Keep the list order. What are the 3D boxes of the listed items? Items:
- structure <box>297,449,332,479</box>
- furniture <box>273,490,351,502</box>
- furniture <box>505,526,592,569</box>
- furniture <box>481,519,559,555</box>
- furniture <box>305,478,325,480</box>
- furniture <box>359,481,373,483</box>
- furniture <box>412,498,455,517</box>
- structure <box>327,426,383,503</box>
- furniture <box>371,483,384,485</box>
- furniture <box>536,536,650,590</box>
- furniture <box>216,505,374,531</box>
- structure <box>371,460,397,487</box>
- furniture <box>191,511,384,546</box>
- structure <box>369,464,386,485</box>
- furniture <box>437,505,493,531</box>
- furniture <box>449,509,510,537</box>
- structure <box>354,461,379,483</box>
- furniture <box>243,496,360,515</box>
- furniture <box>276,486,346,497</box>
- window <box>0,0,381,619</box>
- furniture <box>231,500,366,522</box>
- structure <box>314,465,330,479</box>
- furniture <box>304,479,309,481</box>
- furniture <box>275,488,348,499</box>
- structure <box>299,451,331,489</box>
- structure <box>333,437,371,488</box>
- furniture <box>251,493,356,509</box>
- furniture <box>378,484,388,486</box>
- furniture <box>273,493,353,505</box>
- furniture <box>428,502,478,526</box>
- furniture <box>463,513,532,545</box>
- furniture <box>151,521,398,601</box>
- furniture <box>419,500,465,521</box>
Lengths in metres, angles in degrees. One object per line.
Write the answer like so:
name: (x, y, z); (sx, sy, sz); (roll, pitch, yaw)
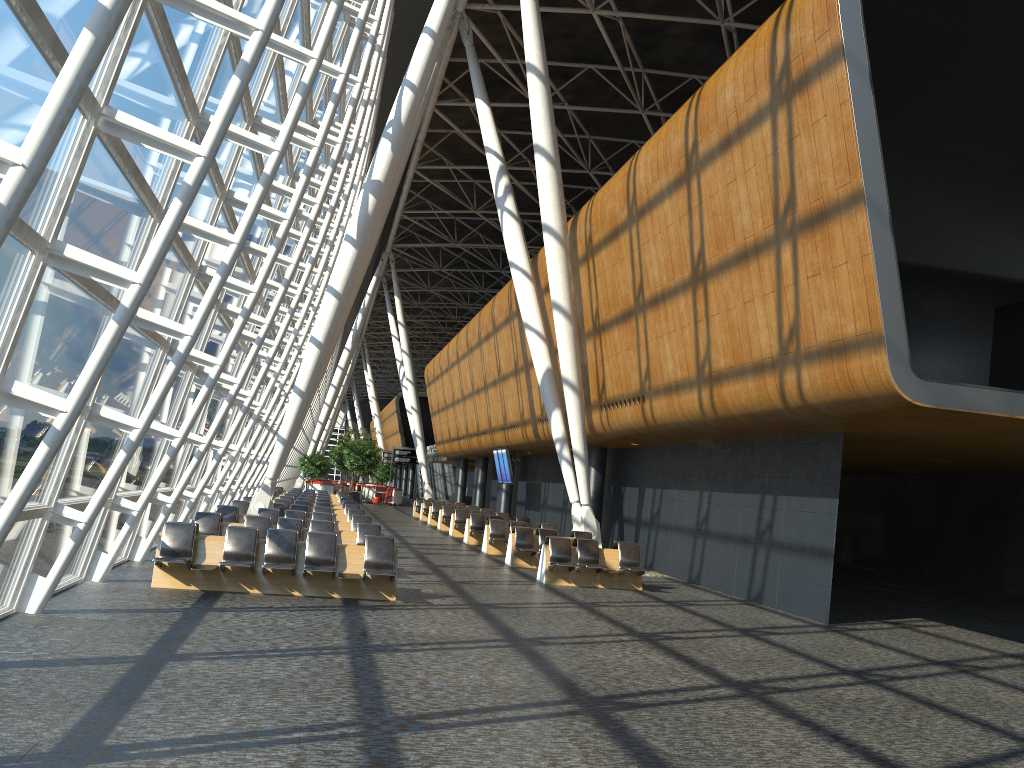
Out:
structure: (-11.937, 5.397, 52.938); (1.929, 2.962, 1.860); (7, -3, -38)
furniture: (-7.654, 4.493, 32.941); (3.257, 0.867, 1.665); (6, -5, -12)
furniture: (0.868, 3.676, 19.671); (1.900, 0.867, 1.665); (6, -5, -12)
furniture: (0.240, 3.963, 22.604); (1.900, 0.867, 1.665); (6, -5, -12)
furniture: (-19.043, 9.694, 86.101); (3.257, 0.867, 1.665); (6, -5, -12)
furniture: (-16.805, 11.747, 102.164); (1.900, 0.867, 1.665); (6, -5, -12)
furniture: (-3.531, 5.685, 40.204); (1.900, 0.867, 1.665); (6, -5, -12)
structure: (-9.800, 4.896, 53.846); (3.103, 4.523, 5.810); (6, -4, -19)
furniture: (-13.663, 10.312, 87.497); (1.900, 0.867, 1.665); (6, -5, -12)
furniture: (1.497, 3.389, 16.738); (1.900, 0.867, 1.665); (6, -5, -12)
furniture: (-4.512, 3.058, 18.275); (3.257, 0.867, 1.665); (6, -5, -12)
structure: (-9.053, 6.800, 62.103); (1.774, 2.773, 1.744); (3, -3, 36)
furniture: (-3.884, 2.771, 15.341); (3.257, 0.867, 1.665); (6, -5, -12)
structure: (-10.909, 7.723, 72.346); (1.929, 2.989, 1.895); (3, -3, 36)
furniture: (-1.646, 4.824, 31.404); (1.900, 0.867, 1.665); (6, -5, -12)
furniture: (-1.017, 4.537, 28.471); (1.900, 0.867, 1.665); (6, -5, -12)
structure: (-10.917, 6.665, 65.313); (2.279, 3.469, 2.226); (5, -2, 1)
furniture: (-5.769, 3.632, 24.141); (3.257, 0.867, 1.665); (6, -5, -12)
furniture: (-8.911, 5.067, 38.807); (3.257, 0.867, 1.665); (6, -5, -12)
window: (-17.451, 2.209, 77.545); (3.727, 13.988, 166.746); (5, -6, -12)
furniture: (-5.140, 3.345, 21.208); (3.257, 0.867, 1.665); (6, -5, -12)
structure: (-12.740, 5.871, 57.102); (1.826, 2.846, 1.794); (3, -3, 36)
furniture: (-17.158, 8.833, 77.301); (3.257, 0.867, 1.665); (6, -5, -12)
furniture: (-8.282, 4.780, 35.874); (3.257, 0.867, 1.665); (6, -5, -12)
structure: (-11.249, 5.224, 50.117); (1.774, 2.773, 1.744); (3, -3, 36)
structure: (-12.721, 6.469, 69.542); (3.088, 4.523, 5.779); (4, -4, 11)
furniture: (-6.397, 3.919, 27.074); (3.257, 0.867, 1.665); (6, -5, -12)
furniture: (-12.406, 9.738, 81.631); (1.900, 0.867, 1.665); (6, -5, -12)
furniture: (-7.026, 4.206, 30.008); (3.257, 0.867, 1.665); (6, -5, -12)
furniture: (-2.274, 5.111, 34.337); (1.900, 0.867, 1.665); (6, -5, -12)
furniture: (-0.389, 4.250, 25.537); (1.900, 0.867, 1.665); (6, -5, -12)
furniture: (-3.255, 2.484, 12.408); (3.257, 0.867, 1.665); (6, -5, -12)
furniture: (-2.902, 5.398, 37.270); (1.900, 0.867, 1.665); (6, -5, -12)
